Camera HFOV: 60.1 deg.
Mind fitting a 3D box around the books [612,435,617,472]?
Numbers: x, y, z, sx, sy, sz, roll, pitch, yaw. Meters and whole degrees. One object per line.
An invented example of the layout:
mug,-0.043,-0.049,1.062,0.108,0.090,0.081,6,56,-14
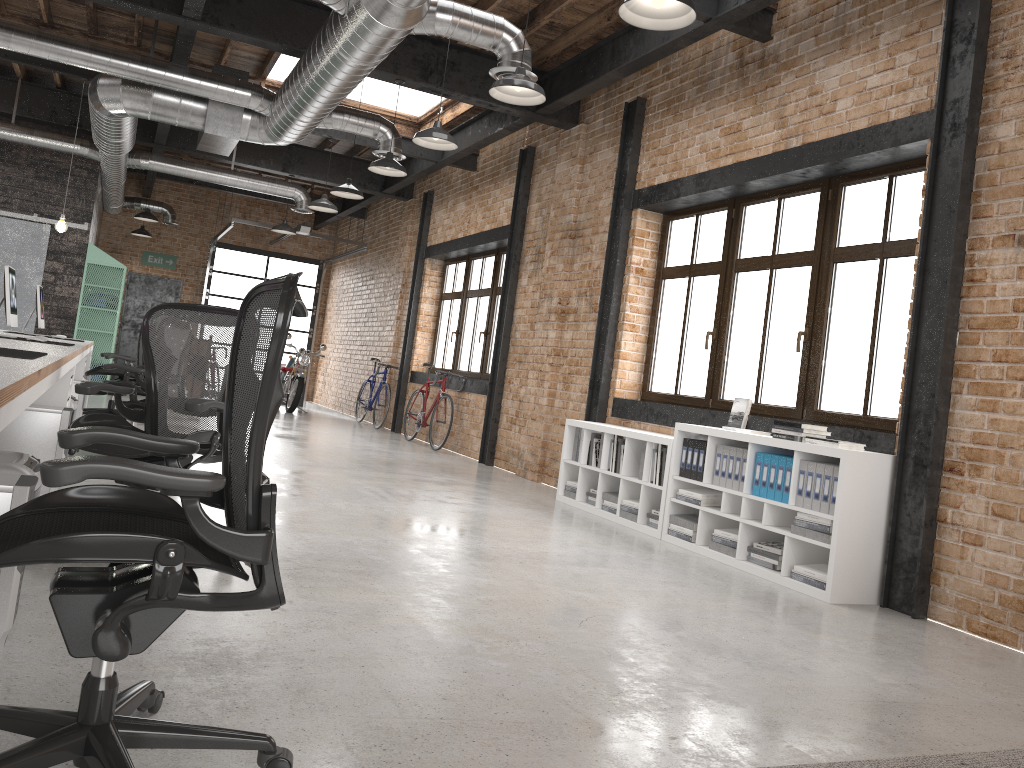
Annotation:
books,0.907,0.533,6.823,0.258,0.353,0.070,8,-3,-19

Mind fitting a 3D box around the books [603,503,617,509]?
books,0.849,0.930,6.726,0.218,0.034,0.260,8,0,-24

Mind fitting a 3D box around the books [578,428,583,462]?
books,0.687,0.523,7.349,0.265,0.315,0.025,8,-3,-19

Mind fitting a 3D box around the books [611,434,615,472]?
books,0.896,0.530,6.844,0.258,0.355,0.049,8,-3,-19

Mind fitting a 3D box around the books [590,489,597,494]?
books,0.765,0.859,7.017,0.198,0.055,0.240,8,0,-24

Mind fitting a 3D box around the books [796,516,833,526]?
books,1.723,0.745,4.833,0.218,0.039,0.260,8,0,-24

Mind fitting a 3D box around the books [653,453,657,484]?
books,1.083,0.612,6.264,0.162,0.240,0.054,8,-3,-19

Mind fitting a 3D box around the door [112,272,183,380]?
door,-7.086,-1.068,17.239,0.995,2.104,0.218,9,-3,-24

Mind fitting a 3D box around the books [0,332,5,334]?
books,-4.383,-0.444,7.347,0.244,0.019,0.204,8,0,13

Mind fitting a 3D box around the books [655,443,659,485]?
books,1.136,0.561,6.267,0.258,0.355,0.049,8,-3,-19

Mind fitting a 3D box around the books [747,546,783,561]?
books,1.567,0.996,5.230,0.222,0.055,0.282,8,0,-24

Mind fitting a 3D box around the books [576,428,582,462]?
books,0.671,0.511,7.376,0.249,0.334,0.060,8,-3,-19

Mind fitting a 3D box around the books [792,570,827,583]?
books,1.702,1.041,4.825,0.218,0.034,0.260,8,0,-24

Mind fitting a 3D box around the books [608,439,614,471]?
books,0.838,0.569,6.872,0.182,0.263,0.056,8,-3,-19

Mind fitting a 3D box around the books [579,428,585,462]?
books,0.695,0.529,7.328,0.258,0.306,0.040,8,-3,-19

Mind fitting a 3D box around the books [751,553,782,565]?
books,1.546,1.022,5.208,0.163,0.047,0.239,8,0,-24

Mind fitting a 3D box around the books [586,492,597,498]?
books,0.755,0.890,7.040,0.222,0.055,0.282,8,0,-24

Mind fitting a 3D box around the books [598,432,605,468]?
books,0.828,0.523,7.033,0.258,0.352,0.065,8,-3,-19

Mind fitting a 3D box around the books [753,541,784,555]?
books,1.577,0.965,5.208,0.198,0.055,0.240,8,0,-24

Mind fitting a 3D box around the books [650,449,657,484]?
books,1.079,0.601,6.296,0.182,0.263,0.056,8,-3,-19

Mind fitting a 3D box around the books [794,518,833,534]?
books,1.714,0.770,4.838,0.206,0.067,0.275,8,0,-24

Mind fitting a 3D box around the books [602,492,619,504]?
books,0.853,0.876,6.743,0.216,0.078,0.291,8,0,-24

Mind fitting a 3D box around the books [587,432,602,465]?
books,0.746,0.511,7.199,0.271,0.355,0.063,8,-3,-19

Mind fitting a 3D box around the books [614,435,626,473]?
books,0.919,0.533,6.795,0.271,0.355,0.063,8,-3,-19

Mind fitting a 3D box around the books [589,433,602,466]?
books,0.736,0.545,7.160,0.221,0.283,0.061,8,-3,-19

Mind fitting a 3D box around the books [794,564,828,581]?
books,1.706,1.023,4.821,0.214,0.046,0.252,8,0,-24

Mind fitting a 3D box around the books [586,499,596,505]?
books,0.732,0.945,7.031,0.183,0.050,0.261,8,0,-24

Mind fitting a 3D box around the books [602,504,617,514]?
books,0.839,0.955,6.731,0.206,0.061,0.274,8,0,-24

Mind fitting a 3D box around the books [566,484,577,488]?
books,0.601,0.841,7.295,0.218,0.039,0.260,8,0,-24

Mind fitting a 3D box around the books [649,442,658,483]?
books,1.109,0.583,6.348,0.258,0.306,0.040,8,-3,-19

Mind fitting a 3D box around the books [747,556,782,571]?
books,1.544,1.051,5.222,0.183,0.050,0.261,8,0,-24

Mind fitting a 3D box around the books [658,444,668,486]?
books,1.160,0.565,6.219,0.271,0.355,0.063,8,-3,-19

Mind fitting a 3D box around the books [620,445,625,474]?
books,0.917,0.591,6.722,0.197,0.240,0.058,8,-3,-19

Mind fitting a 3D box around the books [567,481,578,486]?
books,0.604,0.823,7.292,0.214,0.052,0.252,8,0,-24

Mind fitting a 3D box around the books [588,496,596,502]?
books,0.734,0.916,7.017,0.163,0.047,0.239,8,0,-24

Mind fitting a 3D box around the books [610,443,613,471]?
books,0.842,0.581,6.841,0.162,0.240,0.054,8,-3,-19

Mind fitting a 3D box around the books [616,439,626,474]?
books,0.909,0.568,6.757,0.221,0.283,0.061,8,-3,-19

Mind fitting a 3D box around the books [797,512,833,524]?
books,1.727,0.727,4.830,0.214,0.052,0.252,8,0,-24

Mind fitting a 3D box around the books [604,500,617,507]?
books,0.853,0.912,6.723,0.214,0.046,0.252,8,0,-24

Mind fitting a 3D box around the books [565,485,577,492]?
books,0.591,0.867,7.300,0.206,0.067,0.275,8,0,-24

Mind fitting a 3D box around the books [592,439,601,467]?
books,0.744,0.568,7.125,0.197,0.240,0.058,8,-3,-19

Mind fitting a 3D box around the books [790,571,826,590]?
books,1.693,1.066,4.830,0.206,0.061,0.274,8,0,-24

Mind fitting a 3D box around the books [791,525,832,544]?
books,1.710,0.821,4.845,0.216,0.072,0.290,8,0,-24

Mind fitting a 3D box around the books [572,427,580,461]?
books,0.655,0.500,7.437,0.258,0.352,0.065,8,-3,-19

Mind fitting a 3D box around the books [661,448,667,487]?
books,1.150,0.600,6.180,0.221,0.283,0.061,8,-3,-19

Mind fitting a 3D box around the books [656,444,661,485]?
books,1.148,0.564,6.246,0.258,0.353,0.070,8,-3,-19

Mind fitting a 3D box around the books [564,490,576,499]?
books,0.588,0.918,7.307,0.216,0.072,0.290,8,0,-24

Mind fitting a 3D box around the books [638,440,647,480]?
books,1.068,0.554,6.457,0.258,0.352,0.065,8,-3,-19
